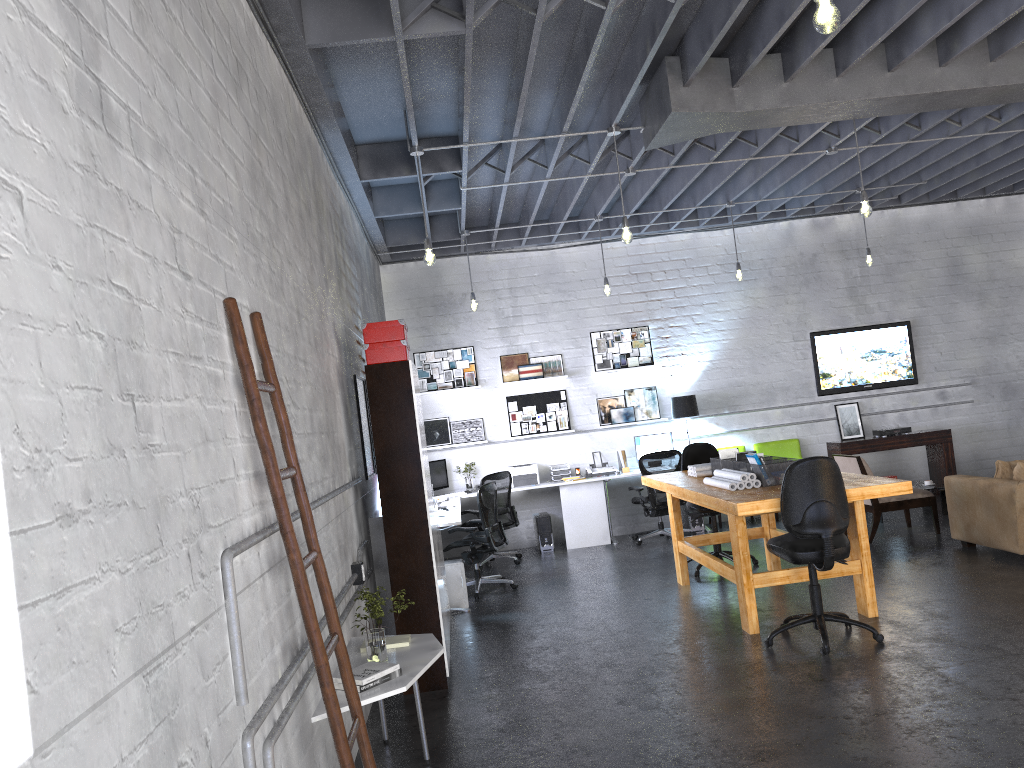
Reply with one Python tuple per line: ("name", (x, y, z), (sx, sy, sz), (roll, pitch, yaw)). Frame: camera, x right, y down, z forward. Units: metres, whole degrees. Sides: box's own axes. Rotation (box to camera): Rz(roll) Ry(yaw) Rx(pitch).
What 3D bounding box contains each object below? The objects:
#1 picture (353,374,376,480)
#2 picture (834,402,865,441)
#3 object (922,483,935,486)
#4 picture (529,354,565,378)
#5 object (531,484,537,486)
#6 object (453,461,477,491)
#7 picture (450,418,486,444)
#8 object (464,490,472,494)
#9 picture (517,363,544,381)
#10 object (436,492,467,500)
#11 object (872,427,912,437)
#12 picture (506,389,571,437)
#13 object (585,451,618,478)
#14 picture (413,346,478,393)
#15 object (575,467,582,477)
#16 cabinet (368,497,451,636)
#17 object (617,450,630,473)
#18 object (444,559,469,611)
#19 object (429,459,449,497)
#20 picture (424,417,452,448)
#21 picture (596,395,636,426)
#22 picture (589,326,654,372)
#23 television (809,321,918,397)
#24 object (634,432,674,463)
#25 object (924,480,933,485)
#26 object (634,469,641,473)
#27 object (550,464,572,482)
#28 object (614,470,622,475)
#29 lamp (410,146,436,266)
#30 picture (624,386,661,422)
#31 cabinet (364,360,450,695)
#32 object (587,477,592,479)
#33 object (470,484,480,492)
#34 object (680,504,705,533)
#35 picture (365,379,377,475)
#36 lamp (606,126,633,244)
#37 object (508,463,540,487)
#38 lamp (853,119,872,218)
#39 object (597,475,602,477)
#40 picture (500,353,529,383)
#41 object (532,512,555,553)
("picture", (-1.127, 0.330, 6.798), (0.020, 0.780, 0.607), (-7, -1, -4))
("picture", (4.244, 0.469, 11.146), (0.308, 0.456, 0.092), (-7, -1, -4))
("object", (4.625, 1.120, 9.843), (0.131, 0.016, 0.131), (-7, -2, 3))
("picture", (0.429, -0.210, 10.956), (0.410, 0.277, 0.036), (-7, -1, -4))
("object", (0.266, 1.186, 10.437), (0.075, 0.016, 0.017), (-8, -2, 21))
("object", (-0.538, 1.120, 10.731), (0.271, 0.362, 0.297), (-8, -2, 41))
("picture", (-0.544, 0.579, 10.874), (0.410, 0.277, 0.036), (-7, -1, -4))
("object", (-0.528, 1.274, 10.480), (0.114, 0.036, 0.058), (-8, -2, 36))
("picture", (0.231, -0.147, 10.927), (0.311, 0.196, 0.029), (-7, -1, -4))
("object", (-0.730, 1.295, 10.276), (0.421, 0.028, 0.181), (-5, -3, -44))
("object", (4.717, 0.595, 11.012), (0.370, 0.082, 0.266), (-7, -2, -4))
("picture", (0.327, 0.360, 10.929), (0.749, 0.503, 0.058), (-7, -1, -4))
("object", (1.053, 0.969, 10.790), (0.405, 0.280, 0.399), (-7, -2, -4))
("picture", (-0.813, -0.176, 10.873), (0.749, 0.503, 0.058), (-7, -1, -4))
("object", (0.805, 1.079, 10.819), (0.093, 0.116, 0.067), (-7, -1, -4))
("cabinet", (-0.774, 1.468, 6.937), (0.465, 1.021, 1.152), (-7, -2, -4))
("object", (1.355, 0.944, 10.803), (0.087, 0.259, 0.237), (-7, -2, -4))
("object", (-0.640, 1.793, 7.837), (0.478, 0.411, 0.200), (-7, -1, -4))
("object", (-0.980, 1.134, 10.526), (0.147, 0.427, 0.559), (-8, -2, 33))
("picture", (-0.929, 0.592, 10.853), (0.355, 0.343, 0.042), (-7, -1, -4))
("picture", (1.290, 0.324, 10.986), (0.452, 0.345, 0.054), (-7, -1, -4))
("picture", (1.366, -0.437, 11.015), (0.749, 0.503, 0.058), (-7, -1, -4))
("television", (4.446, -0.322, 11.195), (1.324, 0.816, 0.021), (-7, -1, -4))
("object", (1.737, 0.818, 10.830), (0.465, 0.417, 0.212), (-7, -1, 1))
("object", (4.624, 1.097, 9.845), (0.077, 0.052, 0.080), (-9, -3, 44))
("object", (1.667, 1.012, 10.533), (0.422, 0.028, 0.181), (-7, -2, -9))
("object", (0.588, 1.075, 10.763), (0.229, 0.180, 0.316), (-7, -2, -4))
("object", (1.255, 1.051, 10.523), (0.095, 0.050, 0.095), (-6, -2, -35))
("lamp", (-0.655, -1.309, 6.556), (0.104, 0.878, 0.104), (-7, -1, -4))
("picture", (1.619, 0.253, 11.017), (0.410, 0.408, 0.047), (-7, -1, -4))
("cabinet", (-0.675, 0.902, 5.919), (0.291, 2.046, 0.873), (-7, -1, -4))
("object", (0.916, 1.112, 10.466), (0.008, 0.007, 0.141), (-8, -2, 30))
("object", (-0.298, 1.223, 10.479), (0.278, 0.081, 0.412), (-6, -2, -34))
("object", (2.152, 1.556, 10.657), (0.180, 0.411, 0.476), (-7, -2, -4))
("picture", (-1.170, 0.361, 7.498), (0.020, 0.780, 0.607), (-7, -1, -4))
("lamp", (0.814, -1.484, 6.652), (0.104, 0.878, 0.104), (-7, -1, -4))
("object", (0.140, 1.102, 10.740), (0.351, 0.235, 0.351), (-7, -2, -4))
("lamp", (2.651, -1.705, 6.772), (0.104, 0.878, 0.104), (-7, -1, -4))
("object", (1.041, 1.095, 10.543), (0.011, 0.011, 0.125), (-8, -2, 34))
("picture", (0.044, -0.197, 10.935), (0.355, 0.343, 0.042), (-7, -1, -4))
("object", (0.377, 1.771, 10.620), (0.180, 0.411, 0.476), (-7, -2, -4))
